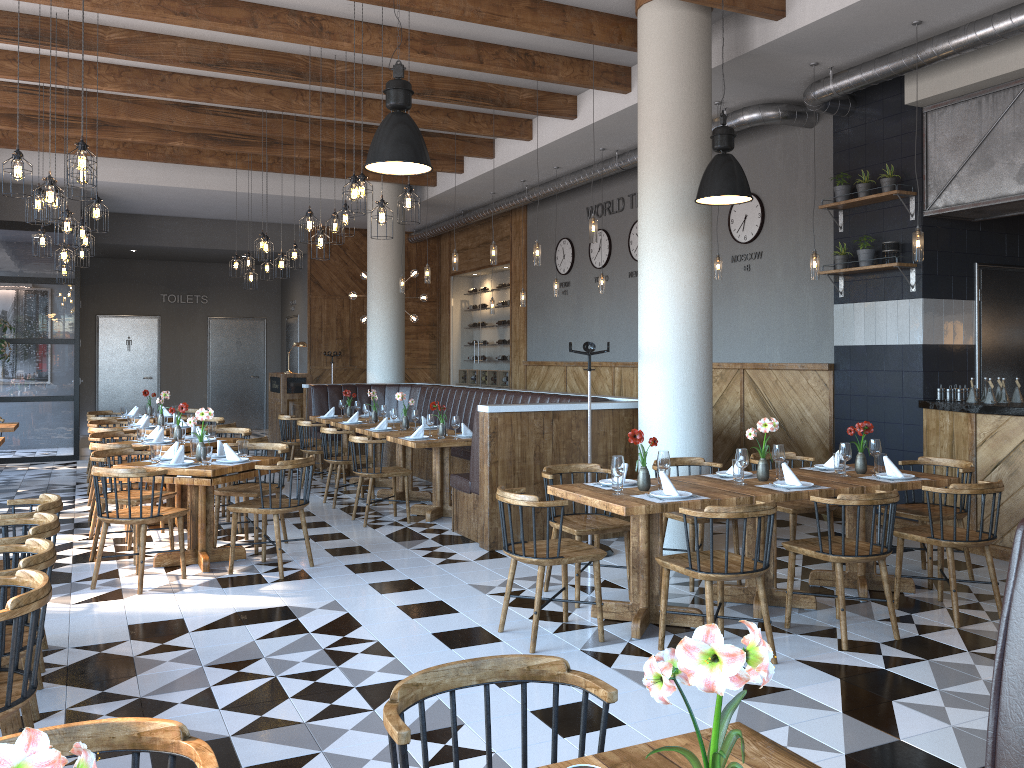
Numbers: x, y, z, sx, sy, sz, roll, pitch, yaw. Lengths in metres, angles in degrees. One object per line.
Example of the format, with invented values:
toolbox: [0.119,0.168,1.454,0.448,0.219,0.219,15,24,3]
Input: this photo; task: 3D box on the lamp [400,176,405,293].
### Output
lamp: [-1.604,-2.317,12.964,0.078,1.965,0.078,0,-1,6]

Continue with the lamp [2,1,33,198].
lamp: [-3.239,-2.266,5.816,0.175,2.072,0.175,0,-1,17]

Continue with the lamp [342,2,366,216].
lamp: [-1.215,-2.339,6.827,0.175,2.072,0.175,0,-1,-19]

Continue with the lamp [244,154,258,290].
lamp: [-3.554,-2.319,12.074,0.175,2.072,0.175,0,-1,18]

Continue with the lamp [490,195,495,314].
lamp: [-0.302,-2.056,13.643,0.078,1.965,0.078,0,-1,6]

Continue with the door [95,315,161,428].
door: [-7.720,-0.191,17.840,1.206,2.395,0.114,0,-1,-26]

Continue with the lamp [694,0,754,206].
lamp: [1.437,-2.175,6.023,0.390,1.866,0.390,-1,-1,42]

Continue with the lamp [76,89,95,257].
lamp: [-4.611,-2.420,9.597,0.175,2.072,0.175,1,-1,-42]

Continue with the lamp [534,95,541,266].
lamp: [0.260,-2.199,9.123,0.078,1.965,0.078,0,-1,14]

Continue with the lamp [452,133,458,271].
lamp: [-0.713,-2.406,11.131,0.078,1.965,0.078,0,-1,9]

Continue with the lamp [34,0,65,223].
lamp: [-3.128,-2.141,6.007,0.175,2.072,0.175,1,-1,-40]

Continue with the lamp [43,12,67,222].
lamp: [-3.867,-2.416,7.510,0.175,2.072,0.175,0,-1,-7]

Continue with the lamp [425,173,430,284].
lamp: [-1.145,-2.347,12.019,0.078,1.965,0.078,1,-1,-40]

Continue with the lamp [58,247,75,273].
lamp: [-5.489,-2.417,10.934,0.175,2.072,0.175,-1,-1,43]

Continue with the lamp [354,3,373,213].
lamp: [-1.189,-2.402,7.035,0.175,2.072,0.175,0,-1,-8]

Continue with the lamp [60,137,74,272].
lamp: [-5.692,-2.471,11.319,0.175,2.072,0.175,0,-1,-24]

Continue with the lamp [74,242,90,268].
lamp: [-5.483,-2.528,11.313,0.175,2.072,0.175,0,-1,-13]

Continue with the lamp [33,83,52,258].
lamp: [-4.914,-2.368,9.284,0.175,2.072,0.175,0,-1,25]

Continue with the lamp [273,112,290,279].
lamp: [-2.685,-2.268,10.342,0.175,2.072,0.175,1,-1,-43]

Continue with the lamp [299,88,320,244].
lamp: [-1.860,-2.335,8.152,0.175,2.072,0.175,0,-1,1]

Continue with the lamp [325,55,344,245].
lamp: [-1.710,-2.390,8.561,0.175,2.072,0.175,0,-1,24]

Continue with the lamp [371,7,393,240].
lamp: [-1.009,-2.167,6.886,0.175,2.072,0.175,0,-1,-8]

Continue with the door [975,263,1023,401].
door: [4.745,0.091,8.250,1.206,2.395,0.114,0,-1,-26]

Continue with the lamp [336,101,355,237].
lamp: [-1.575,-2.442,8.402,0.175,2.072,0.175,-1,-1,35]

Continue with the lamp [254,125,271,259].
lamp: [-2.916,-2.500,10.362,0.175,2.072,0.175,1,-1,-43]

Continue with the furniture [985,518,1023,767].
furniture: [0.138,0.939,0.612,4.038,1.151,1.918,-1,1,-26]

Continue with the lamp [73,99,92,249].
lamp: [-4.553,-2.471,9.397,0.175,2.072,0.175,0,-1,-31]

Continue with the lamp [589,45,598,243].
lamp: [0.745,-2.276,8.127,0.078,1.965,0.078,-1,-1,40]

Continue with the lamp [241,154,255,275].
lamp: [-3.654,-2.556,12.286,0.175,2.072,0.175,0,-1,18]

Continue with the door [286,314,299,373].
door: [-4.501,-0.198,18.086,0.114,2.395,1.206,0,0,-26]

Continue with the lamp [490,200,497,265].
lamp: [-0.208,-2.341,10.090,0.078,1.965,0.078,0,-1,-7]

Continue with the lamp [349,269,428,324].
lamp: [-2.166,-1.908,15.604,1.186,2.193,1.161,0,0,25]

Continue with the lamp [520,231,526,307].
lamp: [0.157,-2.087,12.698,0.078,1.965,0.078,1,-1,-40]

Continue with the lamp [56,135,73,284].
lamp: [-5.611,-2.291,11.117,0.175,2.072,0.175,0,-1,-13]

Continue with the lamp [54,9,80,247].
lamp: [-3.689,-2.180,7.359,0.175,2.072,0.175,0,-1,-7]

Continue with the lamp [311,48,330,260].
lamp: [-1.805,-2.210,8.365,0.175,2.072,0.175,-1,-1,35]

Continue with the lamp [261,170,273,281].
lamp: [-3.333,-2.450,12.085,0.175,2.072,0.175,0,-1,-16]

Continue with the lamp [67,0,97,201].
lamp: [-2.986,-2.320,6.170,0.175,2.072,0.175,-1,-1,39]

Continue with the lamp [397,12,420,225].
lamp: [-0.813,-2.301,6.992,0.175,2.072,0.175,1,-1,-41]

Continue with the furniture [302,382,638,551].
furniture: [-0.763,0.652,10.376,1.917,1.150,6.588,-1,2,-26]

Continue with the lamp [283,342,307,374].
lamp: [-3.286,-0.265,13.387,0.170,0.757,0.445,-1,0,39]

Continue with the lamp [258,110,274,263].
lamp: [-2.820,-2.438,10.177,0.175,2.072,0.175,-1,-1,36]

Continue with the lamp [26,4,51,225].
lamp: [-3.897,-2.353,7.303,0.175,2.072,0.175,0,-1,-18]

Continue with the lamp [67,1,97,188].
lamp: [-2.898,-2.371,5.982,0.175,2.072,0.175,1,-1,-40]

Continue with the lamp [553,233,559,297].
lamp: [0.588,-2.146,11.810,0.078,1.965,0.078,0,-1,9]

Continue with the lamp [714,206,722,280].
lamp: [2.046,-2.015,8.806,0.078,1.965,0.078,-1,-1,40]

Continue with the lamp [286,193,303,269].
lamp: [-2.584,-2.405,10.541,0.175,2.072,0.175,0,-1,14]

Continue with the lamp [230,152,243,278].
lamp: [-3.767,-2.494,12.110,0.175,2.072,0.175,0,-1,7]

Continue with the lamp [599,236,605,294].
lamp: [1.094,-2.081,10.769,0.078,1.965,0.078,0,-1,-18]

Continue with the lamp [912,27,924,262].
lamp: [3.067,-1.910,6.702,0.078,1.965,0.078,1,-1,-40]

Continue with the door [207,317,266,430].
door: [-5.818,-0.218,18.763,1.206,2.395,0.114,0,-1,-26]

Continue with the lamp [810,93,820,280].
lamp: [2.609,-1.880,7.647,0.078,1.965,0.078,0,-1,6]

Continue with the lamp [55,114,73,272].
lamp: [-4.776,-2.242,9.456,0.175,2.072,0.175,0,-1,-31]

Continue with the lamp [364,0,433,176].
lamp: [-0.641,-2.146,5.016,0.390,1.866,0.390,1,-1,-38]
